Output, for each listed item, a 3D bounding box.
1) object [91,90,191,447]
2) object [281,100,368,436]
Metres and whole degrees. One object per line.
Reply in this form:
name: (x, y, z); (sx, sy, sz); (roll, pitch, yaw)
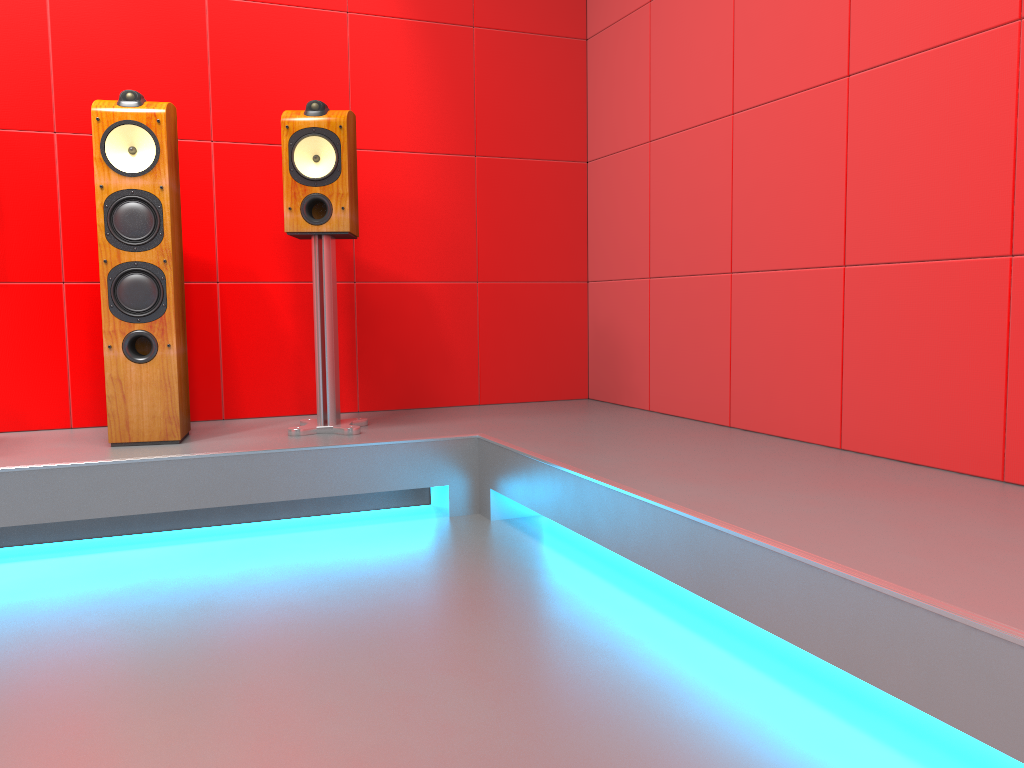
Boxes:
object: (-1.131, -0.348, 2.720); (0.203, 1.052, 0.238); (-2, 5, -12)
object: (-0.615, -0.374, 2.908); (0.231, 1.058, 0.265); (-1, 5, -2)
